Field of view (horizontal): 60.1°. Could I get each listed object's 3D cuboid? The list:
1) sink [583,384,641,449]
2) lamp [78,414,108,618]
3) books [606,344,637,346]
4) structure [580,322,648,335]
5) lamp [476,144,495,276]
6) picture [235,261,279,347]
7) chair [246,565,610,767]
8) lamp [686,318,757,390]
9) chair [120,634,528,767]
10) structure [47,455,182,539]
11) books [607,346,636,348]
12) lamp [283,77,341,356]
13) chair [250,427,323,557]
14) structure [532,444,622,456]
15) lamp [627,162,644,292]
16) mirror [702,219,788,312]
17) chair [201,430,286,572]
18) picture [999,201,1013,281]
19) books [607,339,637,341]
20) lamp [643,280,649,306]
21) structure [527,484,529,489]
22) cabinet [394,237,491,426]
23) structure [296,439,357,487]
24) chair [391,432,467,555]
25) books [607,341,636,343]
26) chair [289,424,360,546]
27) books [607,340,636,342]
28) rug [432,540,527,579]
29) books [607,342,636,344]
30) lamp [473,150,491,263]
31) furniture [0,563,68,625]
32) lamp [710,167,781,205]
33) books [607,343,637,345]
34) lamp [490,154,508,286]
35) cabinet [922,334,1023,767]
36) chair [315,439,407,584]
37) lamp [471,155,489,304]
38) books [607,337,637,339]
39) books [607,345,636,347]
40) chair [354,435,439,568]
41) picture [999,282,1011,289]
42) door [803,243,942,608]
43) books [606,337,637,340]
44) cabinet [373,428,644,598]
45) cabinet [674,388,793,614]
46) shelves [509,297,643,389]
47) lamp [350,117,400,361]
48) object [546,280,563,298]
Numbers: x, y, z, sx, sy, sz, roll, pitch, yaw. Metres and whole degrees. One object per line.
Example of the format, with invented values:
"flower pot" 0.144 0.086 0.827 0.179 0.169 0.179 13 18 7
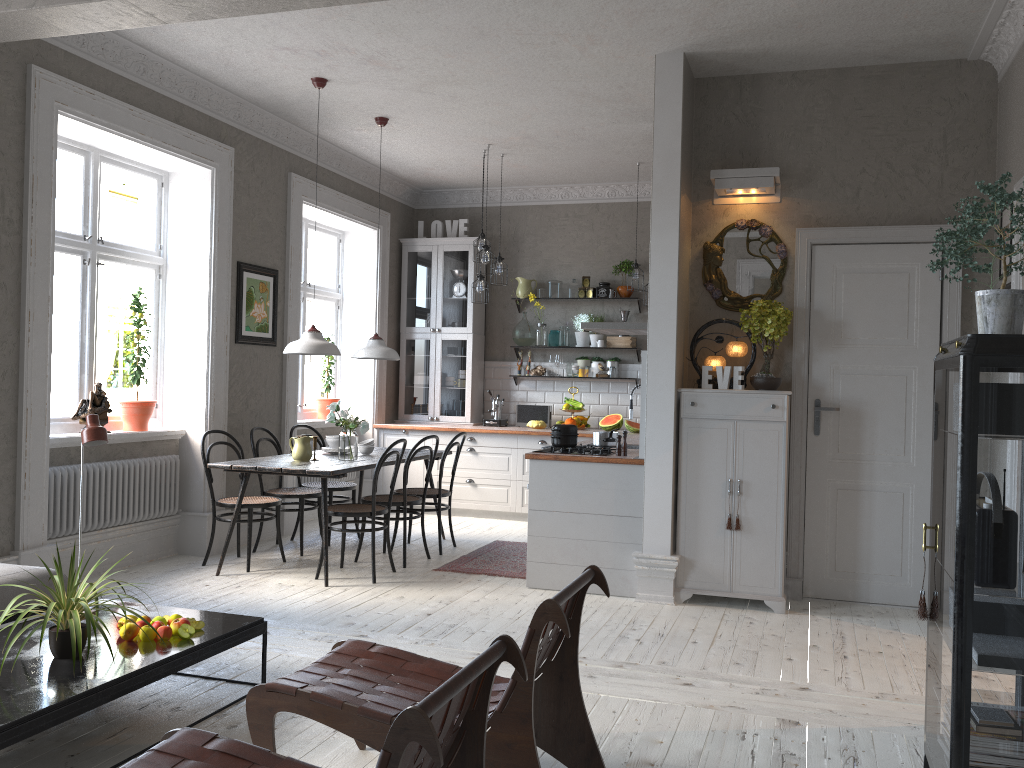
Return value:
"sink" 0.808 0.348 6.491 0.522 0.720 0.492 2 0 18
"lamp" -1.751 0.540 3.621 0.141 0.839 0.246 1 0 -37
"books" 1.086 -0.385 8.795 0.256 0.016 0.160 2 0 30
"structure" 0.985 -1.197 6.870 0.704 1.595 0.720 2 0 18
"lamp" -0.206 -1.791 7.474 0.149 1.735 0.144 1 0 -25
"picture" -1.977 -0.610 6.892 0.019 0.619 0.527 2 0 19
"chair" -0.241 0.935 2.767 1.005 0.721 0.513 2 0 17
"lamp" 1.309 -0.129 5.517 0.442 0.558 0.174 2 0 25
"chair" -0.521 0.930 1.945 1.005 0.721 0.513 2 0 17
"structure" -2.585 0.708 5.736 0.147 0.428 1.237 2 0 17
"books" 1.086 -0.363 8.795 0.257 0.011 0.160 2 0 20
"lamp" -1.321 -1.122 5.960 0.387 1.858 0.371 1 0 -35
"chair" -1.683 0.791 6.654 0.543 0.920 0.442 2 0 15
"structure" 0.460 0.432 5.913 0.490 0.031 0.613 2 0 18
"lamp" 1.128 -1.703 7.950 0.150 1.735 0.143 1 0 -40
"mirror" 1.470 -0.754 5.609 0.526 0.593 0.072 2 0 17
"chair" -1.861 0.787 6.120 0.540 0.920 0.445 2 0 25
"picture" 2.731 -0.795 4.896 0.012 0.416 0.286 2 0 19
"books" 1.088 -0.439 8.795 0.256 0.016 0.160 2 0 30
"lamp" 1.290 -1.577 8.042 0.148 1.735 0.145 1 0 -10
"structure" 0.473 0.796 5.901 0.611 0.623 0.630 2 0 18
"cabinet" -0.716 -0.524 9.188 0.869 1.921 0.392 2 0 17
"structure" -1.757 0.726 8.165 0.147 0.428 1.237 2 0 17
"chair" -0.639 0.817 6.810 0.543 0.920 0.442 2 0 15
"books" 1.087 -0.418 8.795 0.257 0.011 0.160 2 0 20
"chair" -1.507 0.794 7.115 0.539 0.920 0.446 2 0 30
"books" 1.088 -0.429 8.795 0.257 0.011 0.160 2 0 23
"rug" 0.001 1.285 6.560 0.727 0.014 1.305 2 0 18
"books" 1.087 -0.407 8.795 0.257 0.011 0.160 2 0 23
"lamp" -0.241 -1.922 7.653 0.146 1.735 0.147 1 0 5
"furniture" -2.326 0.995 3.542 0.576 0.476 0.838 2 0 18
"lamp" 1.459 -1.234 5.530 0.411 0.171 0.222 2 0 17
"books" 1.087 -0.396 8.795 0.256 0.016 0.160 2 0 26
"lamp" -0.093 -1.738 7.771 0.146 1.735 0.147 1 0 5
"cabinet" 1.433 0.605 2.629 0.344 1.471 0.625 2 0 18
"chair" -0.985 0.810 5.839 0.543 0.920 0.442 2 0 15
"lamp" -0.262 -1.584 7.825 0.148 1.735 0.145 1 0 -15
"books" 1.089 -0.461 8.795 0.257 0.011 0.160 2 0 23
"books" 1.086 -0.375 8.795 0.257 0.011 0.160 2 0 23
"chair" -0.815 0.814 6.352 0.540 0.920 0.445 2 0 25
"picture" 2.721 -0.380 4.899 0.014 0.331 0.495 2 0 19
"door" 2.188 0.240 5.389 0.742 2.183 0.081 2 0 16
"books" 1.088 -0.450 8.795 0.256 0.016 0.160 2 0 26
"cabinet" 0.338 0.870 7.474 2.022 0.854 4.124 1 0 -26
"cabinet" 1.348 0.683 5.397 0.658 1.297 0.388 2 0 17
"shelves" 0.639 -0.397 8.923 1.301 0.923 0.231 2 0 17
"lamp" -1.028 -1.116 6.817 0.373 1.858 0.385 2 0 25
"object" 0.429 -0.949 8.971 0.175 0.184 0.168 1 0 -33
